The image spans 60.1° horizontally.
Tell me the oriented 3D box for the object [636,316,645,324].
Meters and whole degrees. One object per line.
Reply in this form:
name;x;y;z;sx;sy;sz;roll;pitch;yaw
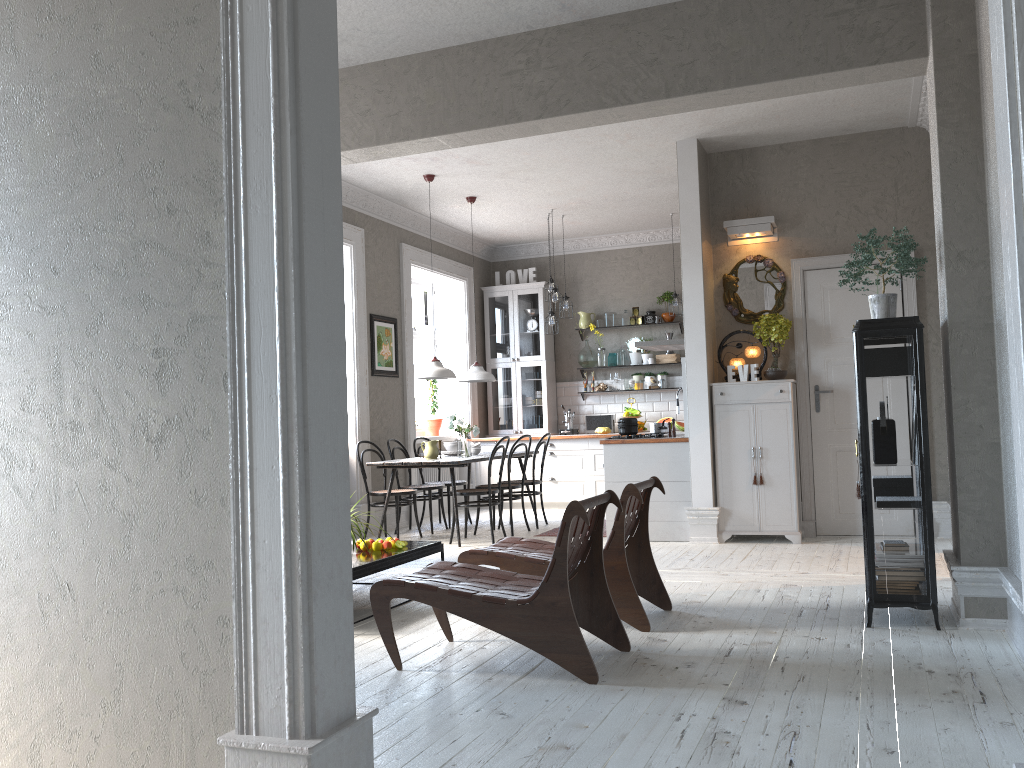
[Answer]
object;1.565;-0.769;10.784;0.081;0.113;0.084;-4;-3;31

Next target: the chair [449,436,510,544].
chair;-0.280;0.927;7.802;0.542;0.920;0.443;-3;-3;19

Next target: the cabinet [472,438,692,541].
cabinet;1.138;0.970;9.357;2.018;0.854;4.131;-1;-3;-22

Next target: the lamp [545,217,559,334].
lamp;0.415;-1.422;9.851;0.148;1.735;0.145;-2;-2;-12

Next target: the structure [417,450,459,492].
structure;-0.909;0.992;10.177;0.147;0.428;1.239;-3;-3;20

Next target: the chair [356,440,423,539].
chair;-1.135;0.973;8.136;0.539;0.920;0.446;-3;-3;29

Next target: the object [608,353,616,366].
object;1.248;-0.296;10.953;0.124;0.172;0.128;-3;-3;25

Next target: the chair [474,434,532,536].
chair;-0.079;0.941;8.305;0.539;0.920;0.446;-3;-3;29

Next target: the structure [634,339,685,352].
structure;1.618;-1.158;8.807;0.703;1.595;0.722;-3;-3;21

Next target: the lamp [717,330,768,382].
lamp;1.923;-0.173;7.387;0.441;0.558;0.175;-3;-3;28

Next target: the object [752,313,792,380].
object;2.147;-0.303;7.223;0.347;0.553;0.291;0;-3;-35

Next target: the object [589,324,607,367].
object;1.056;-0.478;10.874;0.190;0.540;0.283;-3;-2;13

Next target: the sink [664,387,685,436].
sink;1.513;0.377;8.370;0.521;0.720;0.493;-3;-3;21

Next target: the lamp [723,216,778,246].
lamp;2.005;-1.284;7.440;0.410;0.171;0.223;-3;-3;21

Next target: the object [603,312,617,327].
object;1.210;-0.785;10.928;0.175;0.184;0.169;-1;-3;-30

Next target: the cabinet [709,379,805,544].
cabinet;2.003;0.629;7.230;0.657;1.297;0.389;-3;-3;21

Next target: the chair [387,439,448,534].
chair;-0.925;0.988;8.659;0.542;0.920;0.443;-3;-3;19

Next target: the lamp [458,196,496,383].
lamp;-0.379;-0.949;8.867;0.372;1.858;0.386;-3;-3;29

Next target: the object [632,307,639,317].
object;1.508;-0.878;10.799;0.083;0.113;0.083;-2;-2;1

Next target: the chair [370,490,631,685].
chair;-0.050;0.849;3.877;1.002;0.721;0.515;-3;-3;21

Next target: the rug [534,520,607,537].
rug;0.773;1.367;8.445;0.726;0.014;1.307;-3;-3;22

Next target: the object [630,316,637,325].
object;1.485;-0.765;10.818;0.081;0.113;0.084;-3;-3;21

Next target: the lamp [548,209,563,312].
lamp;0.436;-1.647;9.505;0.149;1.735;0.144;-1;-3;-22

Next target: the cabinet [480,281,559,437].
cabinet;0.112;-0.278;11.194;0.867;1.921;0.393;-3;-3;21

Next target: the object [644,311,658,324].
object;1.696;-0.804;10.790;0.140;0.174;0.144;-3;-3;21

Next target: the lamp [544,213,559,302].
lamp;0.404;-1.769;9.693;0.146;1.735;0.147;-2;-2;8

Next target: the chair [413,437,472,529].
chair;-0.722;1.000;9.109;0.538;0.920;0.446;-4;-3;34

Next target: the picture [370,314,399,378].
picture;-1.288;-0.379;8.976;0.019;0.619;0.528;-3;-3;22

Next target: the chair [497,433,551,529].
chair;0.124;0.953;8.753;0.542;0.920;0.443;-3;-3;19

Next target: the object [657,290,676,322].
object;1.890;-0.928;10.671;0.246;0.397;0.255;0;-3;-44

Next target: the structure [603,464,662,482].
structure;1.172;0.821;7.780;0.609;0.623;0.631;-3;-3;21

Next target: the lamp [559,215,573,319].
lamp;0.570;-1.589;9.794;0.146;1.735;0.147;-2;-2;8

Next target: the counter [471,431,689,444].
counter;0.650;0.578;9.391;3.117;0.039;3.438;-3;-3;21

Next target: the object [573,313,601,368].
object;0.909;-0.536;10.978;0.337;0.674;0.335;-2;-2;-10

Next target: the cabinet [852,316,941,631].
cabinet;1.914;0.427;4.460;0.343;1.471;0.627;-3;-3;22

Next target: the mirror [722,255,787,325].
mirror;2.050;-0.802;7.498;0.525;0.593;0.072;-3;-3;20

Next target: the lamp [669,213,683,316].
lamp;1.796;-1.627;9.900;0.150;1.735;0.143;0;-3;-37

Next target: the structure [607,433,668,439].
structure;1.137;0.459;7.809;0.489;0.031;0.614;-3;-3;21

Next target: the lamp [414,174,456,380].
lamp;-0.723;-0.973;8.028;0.387;1.858;0.372;-1;-3;-31

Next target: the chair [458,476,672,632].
chair;0.279;0.872;4.682;1.002;0.721;0.515;-3;-3;21

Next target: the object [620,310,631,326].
object;1.411;-0.809;10.957;0.142;0.220;0.138;-1;-3;-19

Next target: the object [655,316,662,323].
object;1.763;-0.773;10.658;0.092;0.096;0.076;-3;-3;22

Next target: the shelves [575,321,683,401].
shelves;1.450;-0.251;10.844;1.298;0.923;0.232;-3;-3;20
